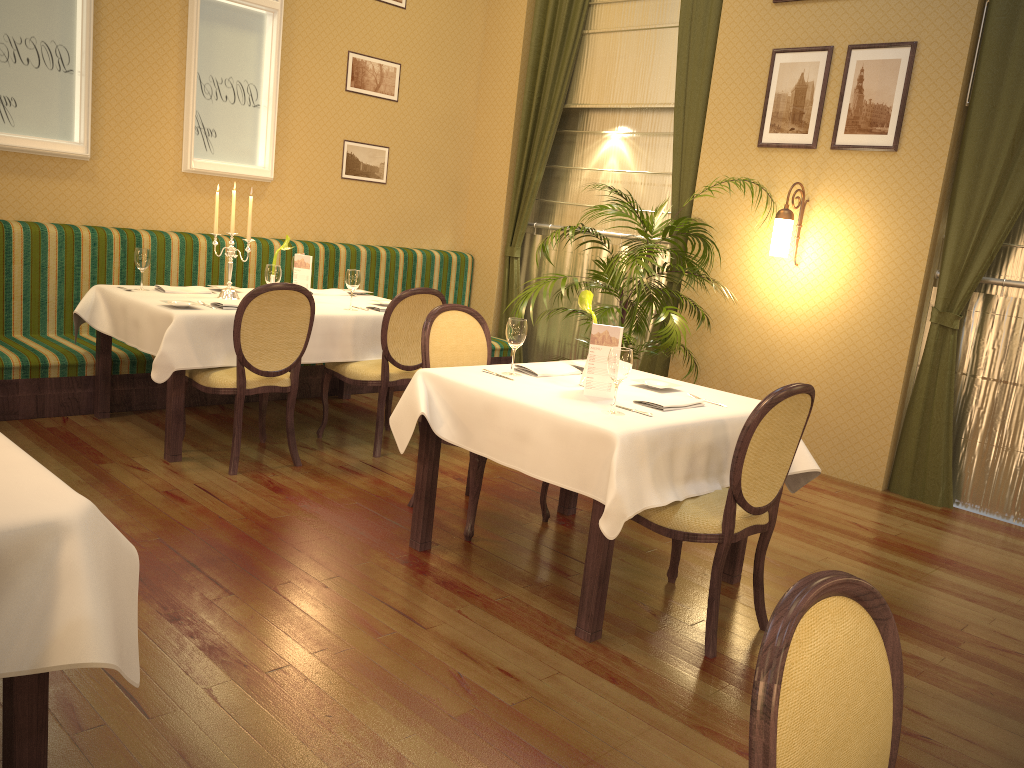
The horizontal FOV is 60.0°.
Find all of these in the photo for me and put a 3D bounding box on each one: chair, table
[{"bbox_3d":[0.702,0.409,3.198,0.530,0.955,0.571,-4,15,-45],"label":"chair"},{"bbox_3d":[-1.553,0.534,1.703,1.395,0.759,1.389,-4,15,-44],"label":"table"},{"bbox_3d":[0.346,0.387,3.615,1.395,0.759,1.389,-4,15,-44],"label":"table"},{"bbox_3d":[-1.341,-0.075,4.515,0.530,0.955,0.571,-4,15,-45],"label":"chair"},{"bbox_3d":[-0.134,0.146,4.080,0.530,0.955,0.571,-4,15,-45],"label":"chair"},{"bbox_3d":[-0.725,-0.114,5.089,0.530,0.955,0.571,-4,15,-45],"label":"chair"},{"bbox_3d":[0.559,0.787,1.126,0.530,0.955,0.571,-4,15,-45],"label":"chair"},{"bbox_3d":[-1.349,-0.121,5.262,2.152,0.759,1.385,-4,15,-45],"label":"table"}]

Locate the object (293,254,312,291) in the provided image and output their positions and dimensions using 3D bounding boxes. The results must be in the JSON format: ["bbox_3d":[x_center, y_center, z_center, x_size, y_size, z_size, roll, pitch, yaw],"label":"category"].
[{"bbox_3d":[-1.244,-0.623,5.208,0.081,0.277,0.166,0,12,-29],"label":"object"}]

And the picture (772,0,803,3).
[{"bbox_3d":[2.077,-2.871,5.286,0.027,1.057,0.966,-4,15,-45],"label":"picture"}]

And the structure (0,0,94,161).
[{"bbox_3d":[-2.738,-2.846,5.073,0.661,2.985,0.200,-4,15,-45],"label":"structure"}]

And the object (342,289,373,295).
[{"bbox_3d":[-1.044,-0.616,5.968,0.160,0.024,0.160,-4,15,-45],"label":"object"}]

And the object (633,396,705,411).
[{"bbox_3d":[0.597,0.069,3.361,0.273,0.024,0.142,-4,15,-45],"label":"object"}]

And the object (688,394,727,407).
[{"bbox_3d":[0.770,0.065,3.500,0.038,0.015,0.181,-4,15,-44],"label":"object"}]

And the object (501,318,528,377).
[{"bbox_3d":[0.011,-0.151,3.600,0.088,0.229,0.088,7,11,2],"label":"object"}]

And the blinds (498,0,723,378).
[{"bbox_3d":[0.735,-2.105,6.777,1.934,4.537,0.225,16,14,42],"label":"blinds"}]

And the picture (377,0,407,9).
[{"bbox_3d":[-0.997,-3.076,6.771,0.504,0.294,0.008,-4,15,-45],"label":"picture"}]

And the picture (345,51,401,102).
[{"bbox_3d":[-1.075,-2.388,6.902,0.504,0.294,0.008,-4,15,-45],"label":"picture"}]

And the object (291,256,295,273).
[{"bbox_3d":[-1.353,-0.687,5.599,0.088,0.229,0.088,7,11,2],"label":"object"}]

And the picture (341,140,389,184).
[{"bbox_3d":[-1.157,-1.752,7.013,0.437,0.294,0.008,-4,15,-45],"label":"picture"}]

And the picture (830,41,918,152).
[{"bbox_3d":[2.154,-1.714,5.304,0.022,0.619,0.412,-4,15,-45],"label":"picture"}]

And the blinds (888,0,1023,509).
[{"bbox_3d":[3.190,-1.369,4.382,0.129,4.537,1.878,-4,15,-45],"label":"blinds"}]

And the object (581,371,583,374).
[{"bbox_3d":[0.280,-0.061,3.865,0.038,0.015,0.181,-4,15,-44],"label":"object"}]

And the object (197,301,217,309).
[{"bbox_3d":[-1.577,-0.409,4.580,0.038,0.015,0.181,-4,15,-44],"label":"object"}]

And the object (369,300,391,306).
[{"bbox_3d":[-0.778,-0.497,5.500,0.160,0.024,0.160,-4,15,-45],"label":"object"}]

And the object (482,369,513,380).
[{"bbox_3d":[-0.054,-0.038,3.556,0.017,0.010,0.185,-4,15,-44],"label":"object"}]

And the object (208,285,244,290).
[{"bbox_3d":[-1.716,-0.569,5.316,0.160,0.024,0.160,-4,15,-45],"label":"object"}]

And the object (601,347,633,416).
[{"bbox_3d":[0.365,-0.010,3.075,0.088,0.229,0.088,7,11,2],"label":"object"}]

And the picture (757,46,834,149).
[{"bbox_3d":[1.797,-1.821,5.651,0.022,0.619,0.412,-4,15,-45],"label":"picture"}]

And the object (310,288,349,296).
[{"bbox_3d":[-1.212,-0.597,5.756,0.273,0.033,0.142,-4,15,-45],"label":"object"}]

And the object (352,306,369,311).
[{"bbox_3d":[-0.900,-0.449,5.209,0.017,0.010,0.185,-4,15,-45],"label":"object"}]

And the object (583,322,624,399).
[{"bbox_3d":[0.317,-0.092,3.359,0.081,0.277,0.166,-2,14,-39],"label":"object"}]

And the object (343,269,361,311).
[{"bbox_3d":[-0.915,-0.538,5.077,0.088,0.229,0.088,7,11,2],"label":"object"}]

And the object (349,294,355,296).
[{"bbox_3d":[-1.085,-0.597,5.865,0.038,0.015,0.181,-4,15,-44],"label":"object"}]

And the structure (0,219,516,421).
[{"bbox_3d":[-5.334,-0.202,2.600,14.516,1.031,0.850,-4,15,-45],"label":"structure"}]

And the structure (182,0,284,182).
[{"bbox_3d":[-1.845,-2.915,5.973,0.670,2.985,0.200,-4,15,-45],"label":"structure"}]

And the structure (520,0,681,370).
[{"bbox_3d":[0.812,-2.099,6.861,0.123,4.511,1.942,-4,15,-45],"label":"structure"}]

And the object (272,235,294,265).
[{"bbox_3d":[-1.373,-0.693,5.228,0.076,0.375,0.163,13,12,30],"label":"object"}]

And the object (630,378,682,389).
[{"bbox_3d":[0.597,0.007,3.680,0.160,0.024,0.160,-4,15,-45],"label":"object"}]

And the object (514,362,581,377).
[{"bbox_3d":[0.152,-0.061,3.757,0.273,0.033,0.142,-4,15,-45],"label":"object"}]

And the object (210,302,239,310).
[{"bbox_3d":[-1.423,-0.413,4.659,0.273,0.033,0.142,-4,15,-45],"label":"object"}]

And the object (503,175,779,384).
[{"bbox_3d":[0.846,-0.504,5.829,1.496,1.807,1.552,11,12,24],"label":"object"}]

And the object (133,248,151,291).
[{"bbox_3d":[-2.046,-0.634,4.907,0.088,0.229,0.088,7,11,2],"label":"object"}]

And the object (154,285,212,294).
[{"bbox_3d":[-1.868,-0.537,5.043,0.273,0.033,0.142,-4,15,-45],"label":"object"}]

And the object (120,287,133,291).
[{"bbox_3d":[-2.124,-0.526,4.869,0.038,0.015,0.181,-4,15,-44],"label":"object"}]

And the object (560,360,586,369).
[{"bbox_3d":[0.320,-0.080,3.968,0.160,0.024,0.160,-4,15,-45],"label":"object"}]

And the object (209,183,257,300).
[{"bbox_3d":[-1.561,-0.799,4.940,0.131,0.655,0.390,-2,14,-40],"label":"object"}]

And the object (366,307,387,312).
[{"bbox_3d":[-0.720,-0.450,5.297,0.273,0.024,0.142,-4,15,-45],"label":"object"}]

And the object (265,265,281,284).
[{"bbox_3d":[-1.295,-0.526,4.790,0.088,0.229,0.088,7,11,2],"label":"object"}]

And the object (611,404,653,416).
[{"bbox_3d":[0.425,0.090,3.170,0.017,0.010,0.185,-4,15,-45],"label":"object"}]

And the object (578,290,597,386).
[{"bbox_3d":[0.309,-0.185,3.565,0.076,0.375,0.163,2,12,-24],"label":"object"}]

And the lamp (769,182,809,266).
[{"bbox_3d":[1.736,-1.006,5.557,0.114,0.513,0.323,13,13,32],"label":"lamp"}]

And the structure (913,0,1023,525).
[{"bbox_3d":[3.267,-1.365,4.473,0.134,4.511,1.900,-4,15,-45],"label":"structure"}]

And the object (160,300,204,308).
[{"bbox_3d":[-1.653,-0.394,4.436,0.160,0.024,0.160,-4,15,-45],"label":"object"}]

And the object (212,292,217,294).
[{"bbox_3d":[-1.773,-0.546,5.197,0.017,0.010,0.185,-4,15,-44],"label":"object"}]
